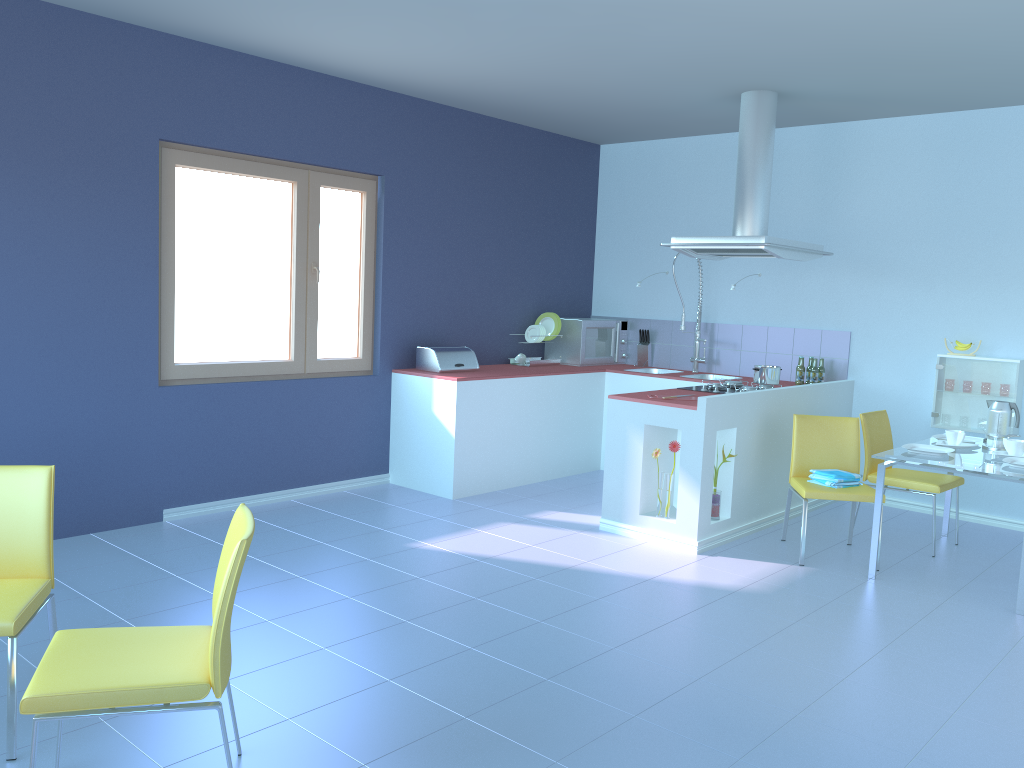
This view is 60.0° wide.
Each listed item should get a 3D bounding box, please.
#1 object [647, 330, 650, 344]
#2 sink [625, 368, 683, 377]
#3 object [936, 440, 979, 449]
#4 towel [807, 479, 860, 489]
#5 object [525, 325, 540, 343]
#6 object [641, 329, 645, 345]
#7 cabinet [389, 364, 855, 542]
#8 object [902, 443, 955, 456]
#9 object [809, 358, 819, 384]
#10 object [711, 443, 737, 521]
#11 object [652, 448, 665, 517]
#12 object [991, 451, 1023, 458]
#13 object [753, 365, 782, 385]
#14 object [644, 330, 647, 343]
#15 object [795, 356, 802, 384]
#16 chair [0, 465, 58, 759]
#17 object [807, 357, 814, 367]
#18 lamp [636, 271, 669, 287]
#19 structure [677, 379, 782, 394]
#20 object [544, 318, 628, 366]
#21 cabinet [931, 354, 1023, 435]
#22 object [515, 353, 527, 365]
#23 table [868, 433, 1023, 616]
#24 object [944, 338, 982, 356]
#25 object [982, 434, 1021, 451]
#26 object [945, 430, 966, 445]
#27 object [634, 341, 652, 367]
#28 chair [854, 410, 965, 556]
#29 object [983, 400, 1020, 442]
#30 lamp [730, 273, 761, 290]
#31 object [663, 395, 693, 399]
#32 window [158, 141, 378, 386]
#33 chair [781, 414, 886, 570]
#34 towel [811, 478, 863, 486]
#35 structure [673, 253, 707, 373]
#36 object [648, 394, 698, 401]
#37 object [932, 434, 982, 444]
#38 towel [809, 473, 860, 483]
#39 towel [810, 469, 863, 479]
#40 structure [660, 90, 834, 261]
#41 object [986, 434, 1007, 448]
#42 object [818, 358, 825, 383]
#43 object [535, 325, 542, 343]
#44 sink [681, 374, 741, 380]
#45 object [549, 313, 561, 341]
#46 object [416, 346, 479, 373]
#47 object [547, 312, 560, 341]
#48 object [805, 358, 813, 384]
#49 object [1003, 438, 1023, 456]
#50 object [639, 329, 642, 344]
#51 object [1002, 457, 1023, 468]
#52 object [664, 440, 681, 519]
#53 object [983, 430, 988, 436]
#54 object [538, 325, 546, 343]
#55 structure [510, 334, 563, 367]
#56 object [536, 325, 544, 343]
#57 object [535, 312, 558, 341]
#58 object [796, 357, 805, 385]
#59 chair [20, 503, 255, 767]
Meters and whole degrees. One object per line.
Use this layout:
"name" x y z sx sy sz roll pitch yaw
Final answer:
"object" 1.054 -0.290 6.901 0.037 0.265 0.019 -2 8 -39
"sink" 1.048 -0.012 6.577 0.326 0.172 0.428 8 8 41
"object" 2.281 0.317 4.548 0.190 0.020 0.194 6 7 32
"towel" 1.656 0.508 4.559 0.201 0.024 0.195 -1 7 -29
"object" 0.153 -0.370 6.566 0.140 0.136 0.039 7 7 37
"object" 1.019 -0.295 6.933 0.038 0.265 0.019 -2 8 -39
"cabinet" 0.736 0.313 5.880 2.200 0.800 2.139 8 8 41
"object" 2.048 0.326 4.366 0.228 0.020 0.228 7 8 38
"object" 1.994 -0.075 5.847 0.052 0.187 0.052 -1 7 -30
"object" 1.076 0.510 4.696 0.229 0.423 0.067 1 6 -18
"object" 0.771 0.524 4.722 0.085 0.365 0.050 7 8 39
"object" 2.439 0.347 4.330 0.190 0.020 0.194 5 6 22
"object" 1.559 -0.056 5.421 0.157 0.106 0.170 5 7 24
"object" 1.037 -0.293 6.917 0.038 0.265 0.019 -2 8 -39
"object" 1.936 -0.090 5.960 0.052 0.190 0.052 3 6 6
"chair" -1.532 0.615 2.496 0.387 0.699 0.484 1 6 -12
"object" 2.007 -0.088 5.962 0.052 0.190 0.052 3 6 6
"lamp" 1.060 -0.793 6.686 0.037 0.134 0.400 8 8 41
"structure" 1.370 0.017 5.384 0.500 0.047 0.600 8 8 41
"object" 0.596 -0.335 6.968 0.367 0.350 0.611 8 8 41
"cabinet" 2.800 0.061 5.338 0.450 0.450 0.173 8 8 41
"object" 0.063 -0.185 6.557 0.083 0.082 0.097 1 6 -15
"table" 2.353 0.640 4.432 0.730 0.590 1.173 8 8 41
"object" 2.736 -0.223 5.391 0.203 0.100 0.077 6 7 34
"object" 2.496 0.298 4.527 0.166 0.081 0.123 6 7 33
"object" 2.270 0.284 4.550 0.091 0.083 0.111 5 6 23
"object" 1.024 -0.236 6.924 0.100 0.200 0.109 8 8 41
"chair" 2.187 0.524 4.915 0.484 0.695 0.387 8 8 44
"object" 2.642 0.205 4.799 0.146 0.222 0.132 2 6 -6
"lamp" 1.632 -0.716 6.181 0.037 0.134 0.400 8 8 41
"object" 0.917 0.065 4.864 0.041 0.009 0.375 7 8 38
"window" -1.361 -0.650 5.122 0.142 1.263 1.475 8 8 41
"chair" 1.652 0.536 4.579 0.387 0.695 0.484 3 6 5
"towel" 1.662 0.495 4.556 0.201 0.024 0.195 0 6 -23
"structure" 1.331 -0.537 6.468 0.308 0.920 0.178 7 8 40
"object" 0.877 0.074 4.823 0.269 0.006 0.151 3 6 3
"object" 2.384 0.300 4.754 0.228 0.020 0.228 8 8 43
"towel" 1.660 0.479 4.557 0.192 0.027 0.195 -1 7 -27
"towel" 1.663 0.463 4.558 0.190 0.033 0.195 0 6 -22
"structure" 1.429 -1.222 5.249 0.695 0.962 0.895 8 8 41
"object" 2.478 0.296 4.538 0.087 0.071 0.090 3 6 6
"object" 2.051 -0.076 5.887 0.052 0.187 0.052 -1 7 -30
"object" 0.168 -0.371 6.584 0.140 0.136 0.039 7 7 37
"sink" 1.402 0.036 6.265 0.326 0.172 0.428 8 8 41
"object" 0.284 -0.435 6.722 0.220 0.214 0.053 7 8 38
"object" -0.420 -0.165 5.849 0.235 0.153 0.364 8 8 41
"object" 0.271 -0.434 6.705 0.220 0.214 0.053 7 8 38
"object" 1.986 -0.081 5.906 0.052 0.187 0.052 -1 7 -30
"object" 2.455 0.315 4.323 0.091 0.083 0.111 4 6 13
"object" 1.002 -0.297 6.947 0.019 0.265 0.037 6 7 32
"object" 2.388 0.370 4.078 0.228 0.020 0.228 7 8 38
"object" 0.831 0.503 4.649 0.054 0.427 0.090 1 6 -16
"object" 2.447 0.276 4.541 0.077 0.079 0.023 3 6 6
"object" 0.198 -0.373 6.622 0.140 0.136 0.039 7 7 37
"structure" 0.181 -0.256 6.616 0.194 0.225 0.408 7 8 38
"object" 0.183 -0.372 6.603 0.140 0.136 0.039 7 7 37
"object" 0.258 -0.432 6.689 0.220 0.214 0.053 7 8 38
"object" 1.921 -0.084 5.896 0.052 0.190 0.052 3 6 6
"chair" -0.881 0.677 2.153 0.484 0.695 0.387 1 6 -17
